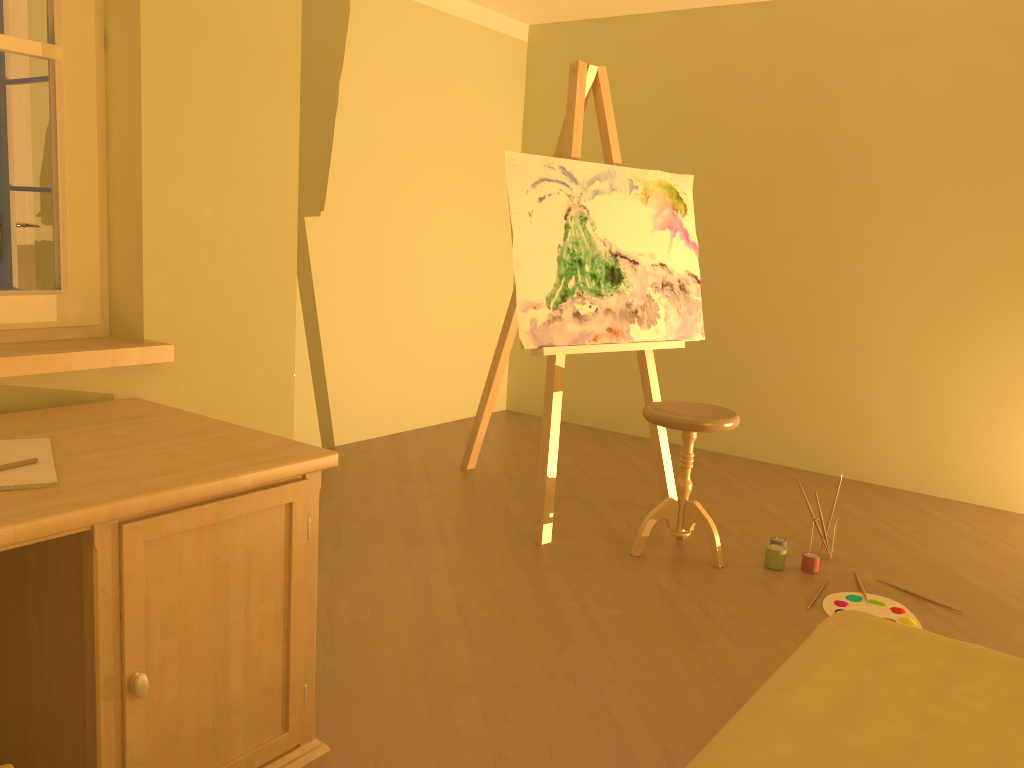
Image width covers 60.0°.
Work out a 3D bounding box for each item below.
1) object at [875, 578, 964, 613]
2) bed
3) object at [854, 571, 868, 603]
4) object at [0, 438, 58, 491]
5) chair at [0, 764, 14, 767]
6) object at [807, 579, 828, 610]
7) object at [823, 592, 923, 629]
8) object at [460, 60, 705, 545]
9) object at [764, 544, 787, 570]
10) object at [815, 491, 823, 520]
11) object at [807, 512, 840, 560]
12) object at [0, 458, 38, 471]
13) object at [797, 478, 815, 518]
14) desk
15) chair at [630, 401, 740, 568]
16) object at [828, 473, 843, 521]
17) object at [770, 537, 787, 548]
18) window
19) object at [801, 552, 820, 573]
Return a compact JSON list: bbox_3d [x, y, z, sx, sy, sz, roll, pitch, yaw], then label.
[{"bbox_3d":[1.394,0.725,3.048,0.010,0.010,0.325,-3,12,-34],"label":"object"},{"bbox_3d":[1.285,0.653,0.817,2.378,0.894,1.286,10,12,34],"label":"bed"},{"bbox_3d":[1.216,0.705,3.091,0.010,0.015,0.325,6,10,13],"label":"object"},{"bbox_3d":[-0.868,0.131,1.449,0.210,0.010,0.300,-2,11,-29],"label":"object"},{"bbox_3d":[-0.712,0.582,0.839,0.531,0.785,0.546,-3,12,-34],"label":"chair"},{"bbox_3d":[1.039,0.710,3.011,0.010,0.010,0.325,9,11,30],"label":"object"},{"bbox_3d":[1.157,0.741,2.862,0.288,0.014,0.366,5,10,7],"label":"object"},{"bbox_3d":[0.188,-0.345,3.627,1.132,1.896,0.972,7,10,17],"label":"object"},{"bbox_3d":[0.963,0.633,3.244,0.073,0.073,0.073,11,12,39],"label":"object"},{"bbox_3d":[1.168,0.523,3.335,0.172,0.278,0.010,-5,13,-42],"label":"object"},{"bbox_3d":[1.183,0.581,3.377,0.106,0.157,0.106,5,10,7],"label":"object"},{"bbox_3d":[-0.823,0.136,1.393,0.008,0.009,0.166,8,11,26],"label":"object"},{"bbox_3d":[1.151,0.511,3.381,0.159,0.286,0.010,9,11,30],"label":"object"},{"bbox_3d":[-1.026,0.506,1.371,0.684,0.720,1.396,10,12,35],"label":"desk"},{"bbox_3d":[0.644,0.365,3.284,0.348,0.551,0.364,-6,13,-43],"label":"chair"},{"bbox_3d":[1.223,0.497,3.396,0.069,0.319,0.010,-2,11,-28],"label":"object"},{"bbox_3d":[1.014,0.620,3.380,0.060,0.060,0.060,7,10,19],"label":"object"},{"bbox_3d":[-1.383,-0.660,1.472,0.142,1.263,1.486,10,12,35],"label":"window"},{"bbox_3d":[1.086,0.650,3.228,0.060,0.060,0.060,6,10,17],"label":"object"}]
